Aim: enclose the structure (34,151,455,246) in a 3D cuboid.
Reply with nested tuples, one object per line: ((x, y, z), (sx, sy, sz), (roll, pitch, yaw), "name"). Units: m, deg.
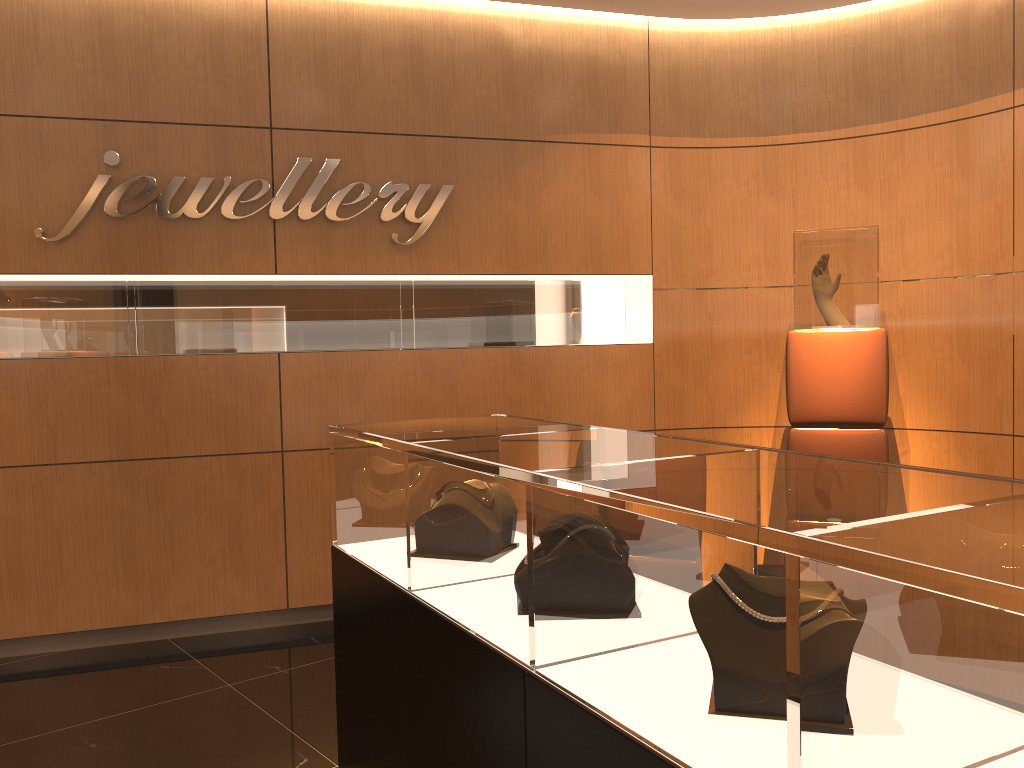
((-1.290, -0.933, 4.503), (2.050, 0.442, 0.034), (-2, 3, -17), "structure")

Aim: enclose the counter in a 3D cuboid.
((0.299, 0.736, 1.816), (0.615, 1.173, 2.514), (-3, 3, -28), "counter")

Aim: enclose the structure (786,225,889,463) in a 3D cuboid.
((1.693, 0.216, 4.626), (0.498, 2.000, 0.484), (0, 3, 20), "structure")
